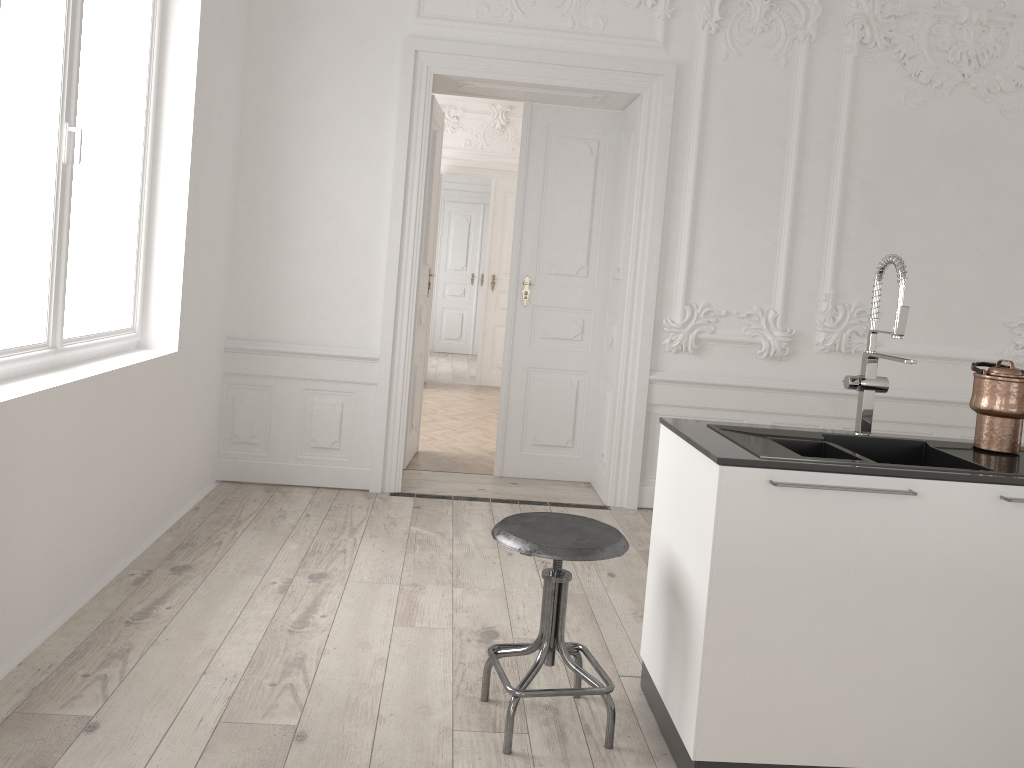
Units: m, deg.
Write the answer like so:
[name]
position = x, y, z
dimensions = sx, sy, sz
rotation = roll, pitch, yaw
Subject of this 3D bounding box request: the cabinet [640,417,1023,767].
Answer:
[cabinet]
position = 1.754, 0.805, 1.615
dimensions = 2.460, 0.878, 2.724
rotation = 4, 6, -4

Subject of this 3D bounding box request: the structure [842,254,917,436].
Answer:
[structure]
position = 1.151, -0.111, 2.719
dimensions = 0.130, 0.579, 0.281
rotation = 5, 3, -4

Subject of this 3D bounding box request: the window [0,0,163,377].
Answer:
[window]
position = -1.582, -0.932, 3.213
dimensions = 0.070, 1.733, 1.735
rotation = 5, 5, -4

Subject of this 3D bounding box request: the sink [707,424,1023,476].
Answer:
[sink]
position = 1.197, 0.267, 2.562
dimensions = 1.164, 0.140, 0.488
rotation = 4, 7, -4

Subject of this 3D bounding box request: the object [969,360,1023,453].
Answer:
[object]
position = 1.532, 0.065, 2.753
dimensions = 0.209, 0.278, 0.186
rotation = 8, 5, 36

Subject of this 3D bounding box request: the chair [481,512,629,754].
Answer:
[chair]
position = 0.118, 0.709, 2.588
dimensions = 0.401, 0.576, 0.404
rotation = 2, 4, -30
